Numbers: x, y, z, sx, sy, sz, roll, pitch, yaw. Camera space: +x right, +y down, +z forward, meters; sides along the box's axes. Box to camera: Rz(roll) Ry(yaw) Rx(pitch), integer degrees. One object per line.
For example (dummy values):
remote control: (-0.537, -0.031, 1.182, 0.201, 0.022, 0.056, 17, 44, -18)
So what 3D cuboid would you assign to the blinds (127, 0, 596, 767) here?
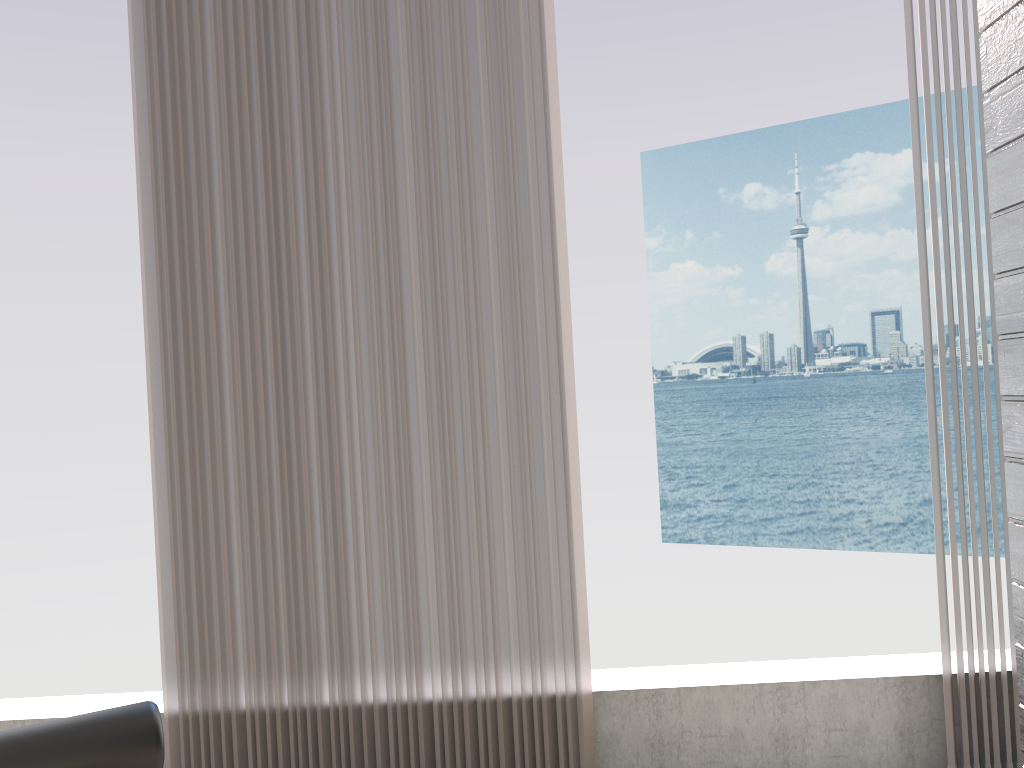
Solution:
blinds: (-0.411, -0.251, 2.353, 1.133, 2.744, 0.069, -3, 0, 1)

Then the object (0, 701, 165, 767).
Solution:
object: (-0.360, 0.729, 0.532, 0.505, 0.746, 1.312, -3, -1, -30)

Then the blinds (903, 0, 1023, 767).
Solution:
blinds: (1.620, -0.363, 2.320, 1.133, 2.744, 0.069, -3, 0, 1)
